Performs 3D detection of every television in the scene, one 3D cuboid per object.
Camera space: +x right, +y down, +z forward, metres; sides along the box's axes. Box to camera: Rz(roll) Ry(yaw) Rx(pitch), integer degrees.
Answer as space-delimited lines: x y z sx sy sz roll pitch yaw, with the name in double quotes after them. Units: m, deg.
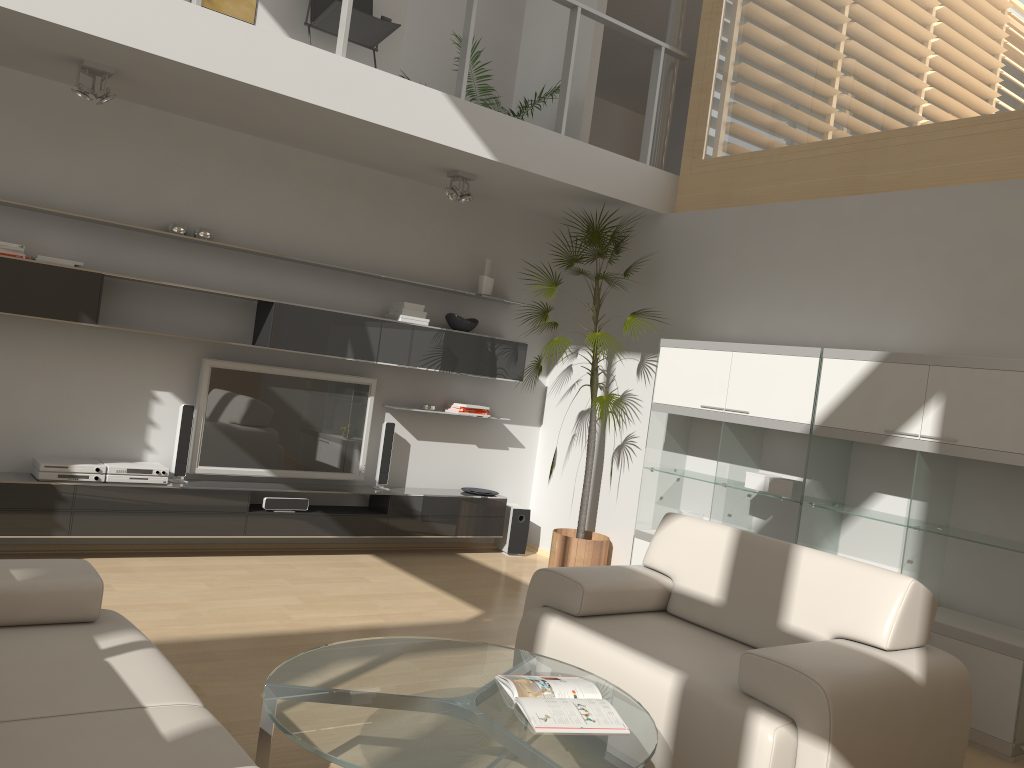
-1.517 0.260 5.969 1.224 0.735 0.096 7 0 -37 "television"

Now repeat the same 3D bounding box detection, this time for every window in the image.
2.258 -2.588 5.317 0.020 2.200 2.525 7 0 -37 "window"

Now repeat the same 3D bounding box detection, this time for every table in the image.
-0.175 1.154 2.744 1.198 0.370 1.198 7 0 -19 "table"

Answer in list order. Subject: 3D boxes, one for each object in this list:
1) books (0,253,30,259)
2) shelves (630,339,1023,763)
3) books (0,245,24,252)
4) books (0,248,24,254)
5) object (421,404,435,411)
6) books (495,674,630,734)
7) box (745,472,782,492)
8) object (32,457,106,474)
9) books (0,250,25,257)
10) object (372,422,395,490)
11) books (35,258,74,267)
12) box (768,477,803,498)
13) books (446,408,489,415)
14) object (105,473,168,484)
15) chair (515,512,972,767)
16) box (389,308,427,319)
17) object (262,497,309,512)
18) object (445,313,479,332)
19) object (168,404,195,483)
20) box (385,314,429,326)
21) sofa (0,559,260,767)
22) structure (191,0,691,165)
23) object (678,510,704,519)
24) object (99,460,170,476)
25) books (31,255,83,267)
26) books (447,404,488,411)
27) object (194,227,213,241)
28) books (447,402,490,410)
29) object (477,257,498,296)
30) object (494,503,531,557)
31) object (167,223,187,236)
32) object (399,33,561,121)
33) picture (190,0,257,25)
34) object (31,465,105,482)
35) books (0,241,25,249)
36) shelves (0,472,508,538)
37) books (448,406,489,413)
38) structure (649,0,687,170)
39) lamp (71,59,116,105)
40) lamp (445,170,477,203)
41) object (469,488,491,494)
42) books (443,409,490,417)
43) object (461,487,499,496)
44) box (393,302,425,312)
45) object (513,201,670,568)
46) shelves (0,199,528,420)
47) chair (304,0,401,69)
-2.787 -0.702 4.789 0.297 0.013 0.210 7 0 -37 "books"
1.724 0.695 4.934 0.408 1.756 2.432 7 0 -37 "shelves"
-2.785 -0.742 4.782 0.254 0.015 0.190 7 0 -35 "books"
-2.794 -0.728 4.780 0.254 0.015 0.190 7 0 -41 "books"
-0.622 0.173 6.555 0.106 0.035 0.105 8 0 -1 "object"
0.149 0.992 2.801 0.297 0.037 0.440 7 0 -17 "books"
1.484 0.580 5.244 0.146 0.094 0.146 7 0 -32 "box"
-2.548 0.471 5.107 0.349 0.049 0.262 7 0 -37 "object"
-2.789 -0.714 4.787 0.268 0.011 0.190 7 0 -35 "books"
-0.910 0.512 6.367 0.111 0.483 0.116 7 0 -30 "object"
-2.567 -0.675 4.971 0.190 0.015 0.254 7 0 -30 "books"
1.562 0.591 5.052 0.146 0.094 0.146 8 0 43 "box"
-0.340 0.208 6.732 0.268 0.011 0.190 7 0 -35 "books"
-2.275 0.556 5.324 0.349 0.049 0.250 7 0 -37 "object"
0.854 1.044 3.578 1.165 0.846 1.562 7 0 -37 "chair"
-0.747 -0.505 6.342 0.200 0.047 0.200 7 0 -37 "box"
-1.491 0.787 5.804 0.300 0.092 0.085 7 0 -37 "object"
-0.375 -0.448 6.612 0.223 0.125 0.317 8 0 32 "object"
-2.046 0.366 5.509 0.111 0.483 0.116 7 0 -40 "object"
-0.751 -0.457 6.342 0.232 0.047 0.232 7 0 -37 "box"
-1.247 0.774 2.018 1.168 0.846 2.093 7 0 -37 "sofa"
-0.915 -2.252 4.948 5.400 0.900 0.080 7 0 -37 "structure"
1.127 0.905 5.640 0.172 0.177 0.130 8 0 43 "object"
-2.265 0.508 5.319 0.349 0.049 0.262 7 0 -37 "object"
-2.552 -0.689 4.975 0.230 0.017 0.227 7 0 -37 "books"
-0.337 0.180 6.736 0.254 0.015 0.190 7 0 -35 "books"
-1.905 -0.925 5.479 0.115 0.081 0.115 8 0 34 "object"
-0.330 0.165 6.724 0.227 0.017 0.230 7 0 -42 "books"
-0.192 -0.811 6.762 0.129 0.291 0.129 8 0 25 "object"
0.001 1.151 7.006 0.150 0.374 0.275 7 0 -26 "object"
-2.047 -0.944 5.426 0.115 0.081 0.115 8 0 34 "object"
-0.139 -2.245 7.200 1.331 1.069 1.491 7 0 -39 "object"
-2.199 -3.269 5.154 1.684 1.800 0.010 7 0 -37 "picture"
-2.554 0.520 5.107 0.349 0.049 0.262 7 0 -37 "object"
-2.787 -0.759 4.794 0.227 0.017 0.230 7 0 -42 "books"
-1.828 0.795 5.668 4.236 0.312 0.300 7 0 -37 "shelves"
-0.331 0.196 6.738 0.254 0.015 0.190 7 0 -41 "books"
1.237 -2.732 6.683 0.122 2.400 0.121 8 0 5 "structure"
-2.179 -1.563 4.634 0.214 0.195 0.150 7 0 -37 "lamp"
-0.352 -1.328 6.007 0.214 0.195 0.150 7 0 -37 "lamp"
-0.247 0.829 6.820 0.178 0.020 0.178 8 0 37 "object"
-0.345 0.220 6.730 0.296 0.013 0.210 7 0 -37 "books"
-0.247 0.831 6.820 0.294 0.020 0.294 8 0 3 "object"
-0.740 -0.551 6.340 0.168 0.047 0.168 7 0 -37 "box"
1.047 0.140 5.828 2.706 2.668 0.983 8 0 34 "object"
-1.670 -0.393 5.661 4.236 0.914 0.300 7 0 -37 "shelves"
-1.053 -2.237 5.725 0.628 0.825 0.537 7 0 -37 "chair"
